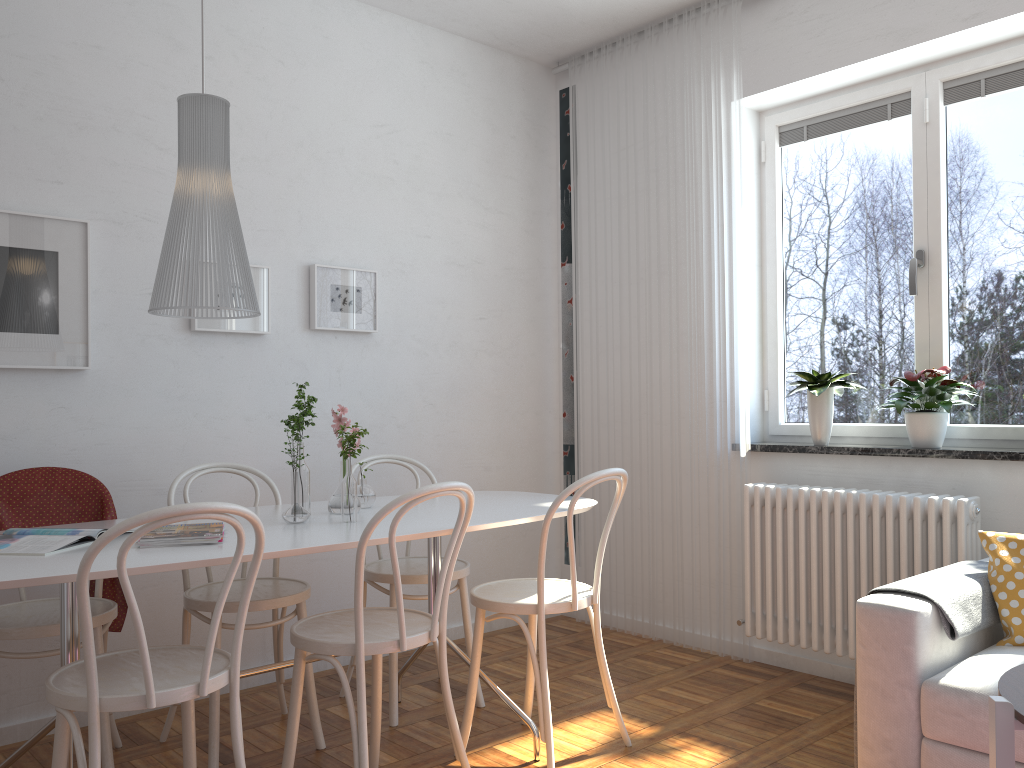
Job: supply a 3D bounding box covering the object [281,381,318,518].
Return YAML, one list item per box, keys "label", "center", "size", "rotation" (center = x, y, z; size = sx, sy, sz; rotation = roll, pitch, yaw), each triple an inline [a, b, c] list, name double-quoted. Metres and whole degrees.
- label: "object"
  center: [-0.636, 0.202, 2.699]
  size: [0.107, 0.419, 0.110]
  rotation: [-1, -1, 37]

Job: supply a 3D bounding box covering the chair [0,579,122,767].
- label: "chair"
  center: [-1.404, 0.730, 2.687]
  size: [0.448, 0.917, 0.520]
  rotation: [0, -1, -32]

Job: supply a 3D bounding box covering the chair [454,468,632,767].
- label: "chair"
  center: [1.430, 0.470, 1.939]
  size: [3.695, 1.342, 0.448]
  rotation: [-1, -1, 33]

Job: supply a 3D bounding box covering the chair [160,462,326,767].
- label: "chair"
  center: [-0.894, 0.732, 2.980]
  size: [0.448, 0.917, 0.520]
  rotation: [0, -1, -42]

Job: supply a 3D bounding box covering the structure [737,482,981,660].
- label: "structure"
  center: [1.317, 0.712, 3.377]
  size: [0.224, 0.623, 0.972]
  rotation: [0, -1, -42]

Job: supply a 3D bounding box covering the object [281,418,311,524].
- label: "object"
  center: [-0.637, 0.255, 2.611]
  size: [0.084, 0.308, 0.084]
  rotation: [-1, 0, 3]

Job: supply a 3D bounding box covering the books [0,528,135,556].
- label: "books"
  center: [-1.194, 0.392, 2.291]
  size: [0.266, 0.029, 0.405]
  rotation: [-1, -1, 8]

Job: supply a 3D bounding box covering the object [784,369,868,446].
- label: "object"
  center: [1.280, 0.094, 3.647]
  size: [0.292, 0.315, 0.354]
  rotation: [-1, -1, 39]

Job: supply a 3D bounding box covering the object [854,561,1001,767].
- label: "object"
  center: [1.238, 0.805, 2.526]
  size: [0.608, 0.533, 0.288]
  rotation: [0, -1, -42]

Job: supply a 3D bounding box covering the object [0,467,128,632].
- label: "object"
  center: [-1.502, 0.560, 2.857]
  size: [0.491, 0.579, 0.201]
  rotation: [0, -1, -27]

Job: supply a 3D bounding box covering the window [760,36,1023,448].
- label: "window"
  center: [2.142, -0.530, 2.931]
  size: [0.151, 1.510, 3.021]
  rotation: [0, -1, -42]

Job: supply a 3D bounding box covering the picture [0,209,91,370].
- label: "picture"
  center: [-1.657, -0.314, 2.990]
  size: [0.431, 0.524, 0.050]
  rotation: [0, -1, -42]

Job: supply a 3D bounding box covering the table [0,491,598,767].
- label: "table"
  center: [-0.692, 0.794, 2.598]
  size: [2.289, 0.770, 0.932]
  rotation: [1, -2, -42]

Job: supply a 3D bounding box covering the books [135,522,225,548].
- label: "books"
  center: [-0.858, 0.394, 2.320]
  size: [0.204, 0.022, 0.278]
  rotation: [0, -1, -15]

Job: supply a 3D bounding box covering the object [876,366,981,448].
- label: "object"
  center: [1.586, 0.088, 3.386]
  size: [0.380, 0.308, 0.371]
  rotation: [-1, -1, 23]

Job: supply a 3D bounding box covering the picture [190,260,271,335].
- label: "picture"
  center: [-1.103, -0.339, 3.488]
  size: [0.311, 0.273, 0.047]
  rotation: [0, -1, -42]

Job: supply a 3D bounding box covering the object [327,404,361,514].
- label: "object"
  center: [-0.540, 0.240, 2.853]
  size: [0.111, 0.348, 0.108]
  rotation: [-1, -1, 17]

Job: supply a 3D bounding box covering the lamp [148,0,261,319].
- label: "lamp"
  center: [-0.849, -0.940, 2.439]
  size: [0.293, 1.496, 0.293]
  rotation: [-1, 0, 3]

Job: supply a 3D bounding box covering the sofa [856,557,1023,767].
- label: "sofa"
  center: [2.070, 0.711, 1.738]
  size: [1.004, 0.842, 2.462]
  rotation: [0, -2, -42]

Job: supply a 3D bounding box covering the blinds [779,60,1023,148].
- label: "blinds"
  center: [2.161, -1.151, 2.959]
  size: [0.015, 0.098, 2.845]
  rotation: [0, -1, -42]

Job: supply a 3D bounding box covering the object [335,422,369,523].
- label: "object"
  center: [-0.472, 0.261, 2.628]
  size: [0.098, 0.294, 0.146]
  rotation: [-1, -1, -8]

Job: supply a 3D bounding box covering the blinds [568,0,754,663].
- label: "blinds"
  center: [0.659, -0.243, 4.169]
  size: [0.055, 2.886, 1.038]
  rotation: [0, -1, -42]

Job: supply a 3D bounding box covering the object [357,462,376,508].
- label: "object"
  center: [-0.506, 0.342, 3.004]
  size: [0.087, 0.151, 0.112]
  rotation: [0, -1, -19]

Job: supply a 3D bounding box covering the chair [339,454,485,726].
- label: "chair"
  center: [-0.378, 0.736, 3.389]
  size: [0.448, 0.917, 0.520]
  rotation: [0, -1, -37]

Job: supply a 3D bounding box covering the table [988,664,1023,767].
- label: "table"
  center: [1.022, 0.786, 1.214]
  size: [0.618, 0.687, 0.617]
  rotation: [0, -1, -43]

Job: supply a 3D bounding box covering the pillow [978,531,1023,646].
- label: "pillow"
  center: [1.559, 0.551, 2.432]
  size: [0.464, 0.318, 0.313]
  rotation: [-1, -1, 16]

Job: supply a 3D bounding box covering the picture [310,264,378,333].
- label: "picture"
  center: [-0.722, -0.365, 3.829]
  size: [0.311, 0.273, 0.047]
  rotation: [0, -1, -42]
